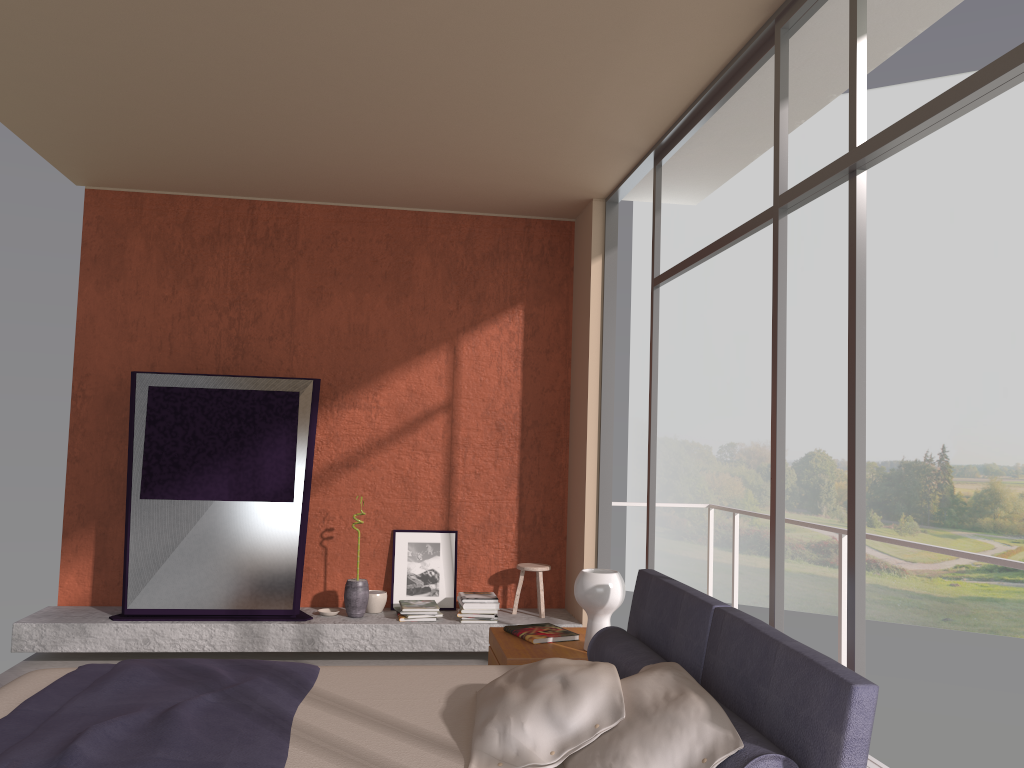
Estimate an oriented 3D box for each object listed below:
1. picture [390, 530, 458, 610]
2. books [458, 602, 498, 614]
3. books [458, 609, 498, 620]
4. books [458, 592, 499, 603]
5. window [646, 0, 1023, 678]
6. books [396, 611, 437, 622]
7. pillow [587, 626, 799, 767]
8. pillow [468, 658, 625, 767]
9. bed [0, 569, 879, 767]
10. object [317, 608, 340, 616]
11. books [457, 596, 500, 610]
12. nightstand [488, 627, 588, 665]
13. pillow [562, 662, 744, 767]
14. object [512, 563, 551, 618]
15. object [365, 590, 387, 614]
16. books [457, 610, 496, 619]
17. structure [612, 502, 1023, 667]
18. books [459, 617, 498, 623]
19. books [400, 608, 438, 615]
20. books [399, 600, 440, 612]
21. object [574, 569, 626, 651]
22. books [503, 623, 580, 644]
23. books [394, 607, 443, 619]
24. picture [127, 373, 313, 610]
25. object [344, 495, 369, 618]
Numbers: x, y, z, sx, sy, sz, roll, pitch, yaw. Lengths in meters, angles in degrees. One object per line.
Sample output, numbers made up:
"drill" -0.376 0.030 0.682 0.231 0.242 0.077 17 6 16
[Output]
"picture" -0.619 1.317 6.285 0.458 0.550 0.117 2 -4 -8
"books" -0.231 1.513 6.010 0.247 0.027 0.328 2 -4 -6
"books" -0.233 1.562 6.012 0.247 0.018 0.287 2 -4 -8
"books" -0.230 1.449 6.020 0.247 0.025 0.287 2 -4 -8
"window" 1.213 0.052 2.058 0.075 3.133 6.106 2 -4 -8
"books" -0.645 1.560 5.975 0.247 0.025 0.287 3 -4 -11
"pillow" 0.491 0.989 2.730 0.205 0.201 1.470 2 -4 -8
"pillow" 0.097 0.979 2.760 0.431 0.264 0.869 2 -4 0
"bed" -0.538 1.125 2.587 2.462 0.959 2.017 2 -4 -8
"object" -1.232 1.543 5.962 0.152 0.040 0.152 0 -5 27
"books" -0.230 1.480 6.012 0.247 0.038 0.319 3 -4 -11
"nightstand" 0.204 1.441 3.991 0.562 0.556 0.628 2 -4 -8
"pillow" 0.331 0.953 2.433 0.400 0.265 0.791 2 -4 -5
"object" 0.160 1.445 6.212 0.257 0.349 0.260 5 -5 -39
"object" -0.954 1.506 6.121 0.179 0.137 0.180 1 -4 5
"books" -0.233 1.539 5.989 0.247 0.025 0.287 2 -4 3
"structure" 1.552 1.062 2.236 0.728 1.005 7.689 2 -4 -8
"books" -0.233 1.579 6.005 0.247 0.018 0.328 2 -4 -6
"books" -0.627 1.515 5.974 0.247 0.025 0.287 2 -4 -6
"books" -0.628 1.495 5.981 0.247 0.018 0.328 3 -4 -11
"object" 0.380 0.986 3.862 0.224 0.338 0.224 2 -4 4
"books" 0.135 1.155 4.114 0.247 0.025 0.287 4 -5 -27
"books" -0.633 1.538 5.987 0.247 0.018 0.328 4 -4 -23
"picture" -1.908 0.695 5.773 1.129 1.496 0.126 2 -4 -8
"object" -1.034 1.155 5.960 0.165 0.810 0.165 1 -4 15
